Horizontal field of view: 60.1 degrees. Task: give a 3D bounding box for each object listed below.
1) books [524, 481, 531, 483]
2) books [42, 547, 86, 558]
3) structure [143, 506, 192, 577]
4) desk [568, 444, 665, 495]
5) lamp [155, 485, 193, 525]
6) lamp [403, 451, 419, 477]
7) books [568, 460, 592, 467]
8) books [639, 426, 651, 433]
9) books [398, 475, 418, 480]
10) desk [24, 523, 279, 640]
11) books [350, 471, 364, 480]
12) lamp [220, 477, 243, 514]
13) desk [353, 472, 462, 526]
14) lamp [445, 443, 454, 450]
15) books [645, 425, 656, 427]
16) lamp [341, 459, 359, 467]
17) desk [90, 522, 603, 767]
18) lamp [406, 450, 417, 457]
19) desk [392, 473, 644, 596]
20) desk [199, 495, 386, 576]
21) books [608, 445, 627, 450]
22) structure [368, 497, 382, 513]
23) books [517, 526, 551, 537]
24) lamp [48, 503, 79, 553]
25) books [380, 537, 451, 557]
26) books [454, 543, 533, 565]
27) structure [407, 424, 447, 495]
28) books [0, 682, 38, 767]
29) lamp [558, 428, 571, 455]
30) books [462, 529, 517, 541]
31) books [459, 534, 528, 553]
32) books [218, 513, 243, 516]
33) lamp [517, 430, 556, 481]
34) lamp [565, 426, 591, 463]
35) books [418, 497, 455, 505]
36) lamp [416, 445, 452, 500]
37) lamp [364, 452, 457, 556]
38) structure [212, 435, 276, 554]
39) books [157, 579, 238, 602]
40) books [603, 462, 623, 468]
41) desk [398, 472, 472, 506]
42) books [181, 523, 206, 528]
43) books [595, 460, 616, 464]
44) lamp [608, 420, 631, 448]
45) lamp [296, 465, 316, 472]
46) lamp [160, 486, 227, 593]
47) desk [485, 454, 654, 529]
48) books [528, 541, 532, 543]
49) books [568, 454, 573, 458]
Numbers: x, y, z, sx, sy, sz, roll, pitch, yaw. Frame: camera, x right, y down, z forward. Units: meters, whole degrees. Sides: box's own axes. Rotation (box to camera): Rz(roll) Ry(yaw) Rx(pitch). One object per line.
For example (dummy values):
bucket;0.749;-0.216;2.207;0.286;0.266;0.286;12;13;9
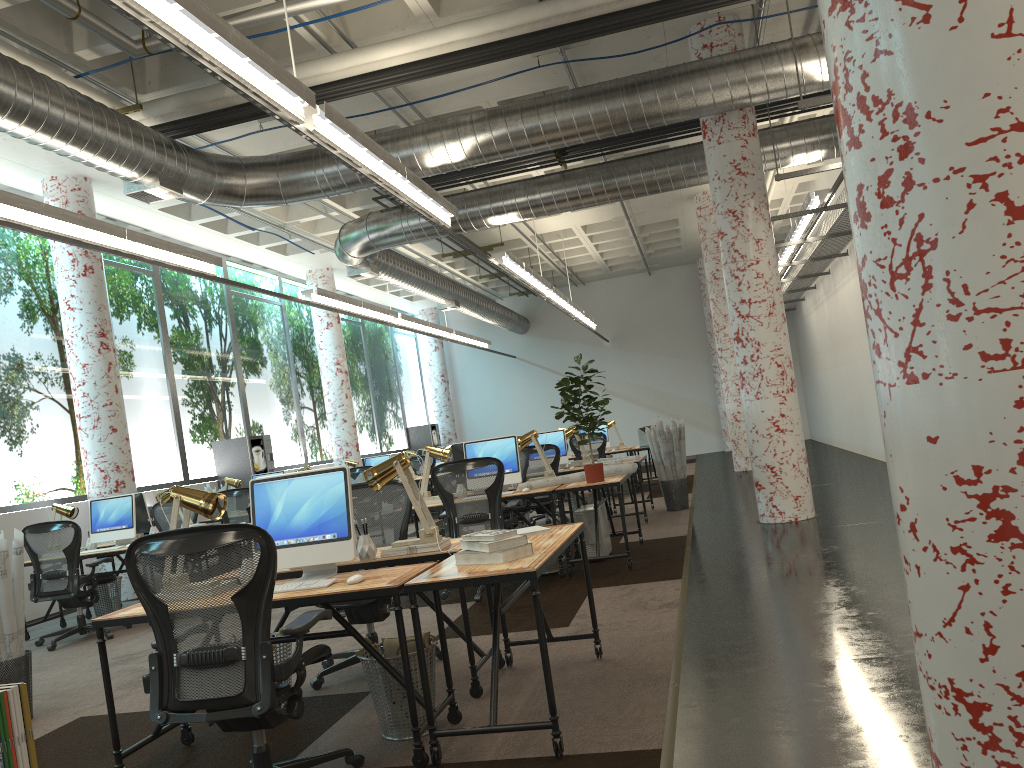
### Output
books;0.281;0.901;8.191;0.309;0.038;0.225;-9;-3;12
books;-4.319;1.626;8.538;0.309;0.038;0.225;-9;-3;12
structure;-4.603;2.066;11.649;0.504;1.057;1.057;-9;-2;12
desk;1.645;1.486;14.857;1.943;0.724;1.400;-9;-3;12
lamp;-3.355;1.325;8.977;0.530;0.610;0.208;-9;-1;32
lamp;-1.859;1.499;15.930;0.530;0.610;0.218;-9;-1;32
books;0.877;1.009;11.267;0.309;0.038;0.225;-9;-3;12
books;2.183;0.847;14.248;0.234;0.310;0.068;-9;0;12
books;-1.869;1.683;15.940;0.309;0.038;0.225;-9;-3;12
desk;-3.526;1.904;8.712;1.943;0.724;1.400;-9;-3;12
books;-2.119;1.367;12.145;0.234;0.310;0.068;-9;0;12
lamp;-3.722;1.530;11.606;0.530;0.610;0.208;-9;-1;32
desk;-2.032;2.078;15.661;1.943;0.724;1.400;-9;-3;12
lamp;-1.177;1.579;19.105;0.530;0.610;0.218;-9;-1;32
books;2.395;0.872;15.237;0.234;0.310;0.068;-9;0;12
lamp;-2.888;1.627;15.498;0.530;0.610;0.218;-9;-1;32
desk;-0.649;1.220;4.201;1.943;0.724;1.400;-9;-3;12
lamp;-2.205;1.707;18.673;0.530;0.610;0.218;-9;-1;32
desk;0.117;1.295;7.912;1.943;0.724;1.400;-9;-3;12
desk;-2.869;1.981;11.766;1.943;0.724;1.400;-9;-3;12
books;1.808;1.091;15.136;0.309;0.038;0.225;-9;-3;12
structure;-3.084;2.243;18.720;0.504;1.057;1.057;-9;-2;12
books;0.067;0.752;4.482;0.200;0.024;0.236;-8;-3;-15
lamp;-4.381;1.453;8.549;0.530;0.610;0.218;-9;-1;32
books;-0.485;0.825;4.480;0.309;0.038;0.225;-9;-3;12
books;-0.079;0.718;3.740;0.273;0.050;0.200;-11;-4;39
structure;-2.183;1.982;23.161;0.639;1.810;0.749;-9;-1;12
books;-0.660;0.516;1.021;0.234;0.310;0.068;-9;0;12
lamp;0.789;1.035;14.693;0.530;0.610;0.218;-9;-1;32
books;-0.097;0.642;3.757;0.186;0.030;0.152;-11;-4;40
books;-0.081;0.672;3.767;0.192;0.044;0.258;-7;-4;-31
books;-3.663;1.702;11.591;0.309;0.038;0.225;-9;-3;12
lamp;0.287;0.716;8.177;0.530;0.610;0.208;-9;-1;32
lamp;0.884;0.825;11.253;0.530;0.610;0.208;-9;-1;32
books;-0.676;1.017;7.737;0.309;0.038;0.225;-9;-3;12
lamp;-0.738;0.844;7.749;0.530;0.610;0.218;-9;-1;32
lamp;-0.476;0.641;4.470;0.530;0.610;0.218;-9;-1;32
structure;-4.144;1.754;14.038;0.639;1.810;0.749;-9;-1;12
books;-1.442;0.941;4.026;0.309;0.038;0.225;-9;-3;12
books;0.881;0.764;8.274;0.258;0.044;0.192;-10;-4;29
desk;-1.350;2.158;18.836;1.943;0.724;1.400;-9;-3;12
books;-2.974;1.327;8.268;0.186;0.030;0.152;-11;-4;40
books;0.872;0.733;8.260;0.185;0.030;0.153;-9;-3;10
lamp;1.818;0.907;15.126;0.530;0.610;0.218;-9;-1;32
lamp;-2.697;1.402;12.035;0.530;0.610;0.218;-9;-1;32
lamp;-1.504;0.769;4.037;0.530;0.610;0.218;-9;-1;32
desk;0.714;1.404;10.988;1.943;0.724;1.400;-9;-3;12
books;-0.046;0.753;4.153;0.243;0.019;0.206;-8;-3;-11
books;0.852;1.208;14.682;0.309;0.038;0.225;-9;-3;12
